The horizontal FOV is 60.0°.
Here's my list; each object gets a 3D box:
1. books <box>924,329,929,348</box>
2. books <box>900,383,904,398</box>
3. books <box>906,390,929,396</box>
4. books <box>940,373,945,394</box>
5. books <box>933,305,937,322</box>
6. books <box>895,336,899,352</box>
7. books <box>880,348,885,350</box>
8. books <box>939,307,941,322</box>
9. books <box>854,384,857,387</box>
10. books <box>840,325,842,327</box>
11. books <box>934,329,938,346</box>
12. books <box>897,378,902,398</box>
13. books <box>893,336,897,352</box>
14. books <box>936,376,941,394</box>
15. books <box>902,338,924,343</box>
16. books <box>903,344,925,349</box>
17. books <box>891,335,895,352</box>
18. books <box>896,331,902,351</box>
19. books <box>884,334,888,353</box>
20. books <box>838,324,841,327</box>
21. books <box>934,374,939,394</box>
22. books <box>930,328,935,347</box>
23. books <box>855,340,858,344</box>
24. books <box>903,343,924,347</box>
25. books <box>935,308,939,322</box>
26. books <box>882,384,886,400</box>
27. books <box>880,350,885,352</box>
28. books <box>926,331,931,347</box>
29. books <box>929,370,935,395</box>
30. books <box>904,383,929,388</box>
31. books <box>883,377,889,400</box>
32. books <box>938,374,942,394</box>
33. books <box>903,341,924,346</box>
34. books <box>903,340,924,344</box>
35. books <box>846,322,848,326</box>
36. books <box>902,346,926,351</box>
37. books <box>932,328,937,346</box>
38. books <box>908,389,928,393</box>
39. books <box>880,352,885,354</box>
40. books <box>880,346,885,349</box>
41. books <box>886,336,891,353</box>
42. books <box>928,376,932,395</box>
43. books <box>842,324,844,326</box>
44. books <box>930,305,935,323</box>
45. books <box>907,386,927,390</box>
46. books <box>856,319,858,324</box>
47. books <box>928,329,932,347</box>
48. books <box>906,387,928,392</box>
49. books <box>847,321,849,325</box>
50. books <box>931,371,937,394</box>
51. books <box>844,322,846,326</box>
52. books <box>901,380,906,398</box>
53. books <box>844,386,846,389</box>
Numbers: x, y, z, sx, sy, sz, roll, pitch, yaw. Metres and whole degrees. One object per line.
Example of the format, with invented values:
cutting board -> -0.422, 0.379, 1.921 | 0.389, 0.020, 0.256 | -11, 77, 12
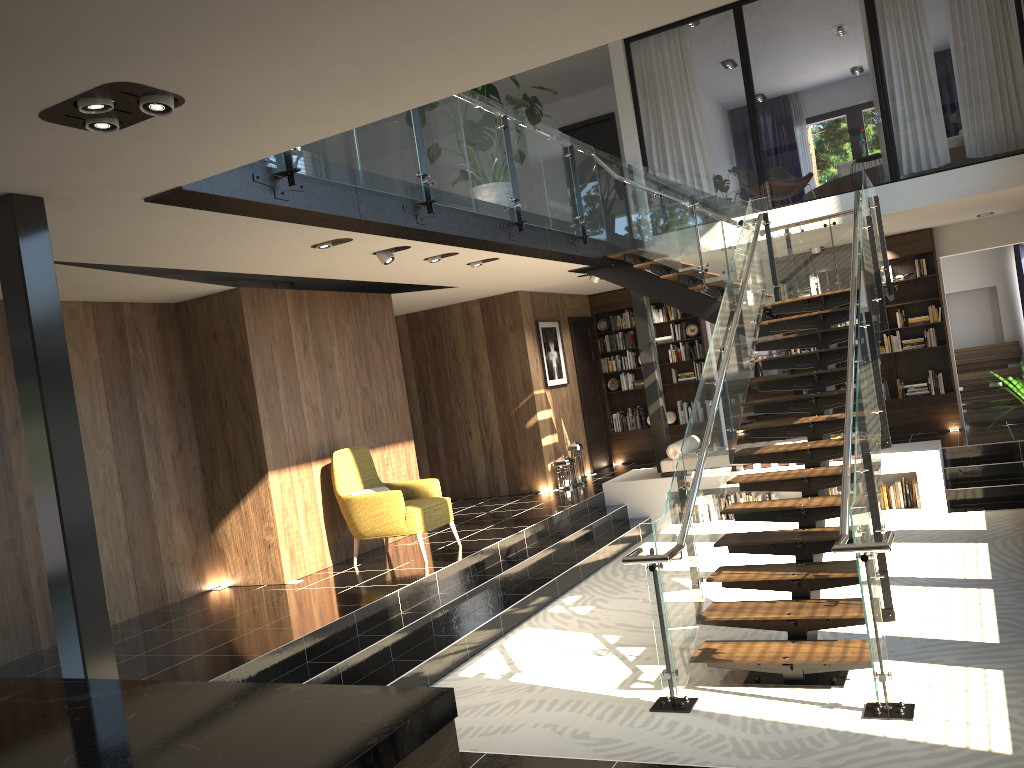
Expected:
books -> 5.545, -0.611, 11.871 | 0.031, 0.244, 0.176 | -8, 0, 27
books -> 5.302, 0.091, 12.057 | 0.025, 0.199, 0.149 | -8, 0, 27
books -> 5.481, 0.123, 11.979 | 0.286, 0.030, 0.176 | -9, 0, 26
books -> 5.734, -0.014, 11.822 | 0.025, 0.274, 0.204 | -8, 0, 27
books -> 5.654, -0.936, 11.853 | 0.023, 0.225, 0.146 | -8, 0, 27
books -> 5.229, -0.544, 12.030 | 0.027, 0.209, 0.184 | -8, 0, 27
books -> 4.978, -0.462, 12.184 | 0.261, 0.024, 0.167 | -9, 0, 24
books -> 5.697, -0.927, 11.801 | 0.051, 0.194, 0.192 | -8, 0, 27
books -> 4.777, 0.133, 12.316 | 0.030, 0.276, 0.160 | -8, 0, 27
books -> 4.610, -0.745, 12.367 | 0.027, 0.162, 0.125 | -8, 0, 27
books -> 5.667, -0.619, 11.850 | 0.012, 0.224, 0.097 | -8, 1, 27
books -> 5.281, 0.061, 12.080 | 0.024, 0.264, 0.174 | -8, 0, 27
books -> 5.212, -0.544, 12.059 | 0.029, 0.214, 0.149 | -8, 0, 27
books -> 5.703, 0.011, 11.856 | 0.022, 0.234, 0.178 | -8, 0, 27
books -> 5.409, -0.591, 11.965 | 0.272, 0.022, 0.156 | -9, 0, 26
books -> 5.420, -0.505, 11.963 | 0.274, 0.022, 0.156 | -9, 0, 24
books -> 5.193, -0.550, 12.082 | 0.025, 0.232, 0.156 | -8, 0, 27
books -> 5.254, -0.582, 12.026 | 0.031, 0.277, 0.168 | -8, 0, 27
books -> 5.114, -0.553, 12.115 | 0.026, 0.263, 0.156 | -8, 0, 27
books -> 4.576, -0.795, 12.379 | 0.031, 0.272, 0.158 | -8, 0, 27
books -> 5.682, -0.002, 11.869 | 0.023, 0.267, 0.147 | -8, 0, 27
books -> 5.610, -0.624, 11.834 | 0.026, 0.251, 0.178 | -8, 0, 27
books -> 4.784, -0.492, 12.250 | 0.036, 0.244, 0.193 | -8, 0, 27
books -> 5.421, -0.528, 11.971 | 0.247, 0.022, 0.148 | -9, 0, 28
books -> 5.664, -0.919, 11.817 | 0.023, 0.189, 0.197 | -8, 0, 27
books -> 5.110, 0.106, 12.167 | 0.026, 0.227, 0.129 | -8, 0, 27
books -> 4.984, -0.438, 12.187 | 0.275, 0.025, 0.156 | -9, 0, 23
books -> 5.577, -0.599, 11.868 | 0.025, 0.212, 0.167 | -8, 0, 27
books -> 5.626, -0.023, 11.883 | 0.030, 0.326, 0.194 | -8, 0, 27
books -> 5.462, 0.019, 11.973 | 0.288, 0.030, 0.175 | -9, 0, 31
books -> 5.130, 0.063, 12.164 | 0.022, 0.307, 0.131 | -8, 1, 27
books -> 5.718, -0.001, 11.839 | 0.023, 0.254, 0.191 | -8, 0, 27
books -> 5.413, -0.549, 11.961 | 0.268, 0.022, 0.156 | -9, 0, 23
books -> 5.409, -0.569, 11.959 | 0.260, 0.021, 0.167 | -9, 0, 25
books -> 4.667, -0.792, 12.319 | 0.027, 0.239, 0.153 | -8, 0, 27
books -> 5.419, -0.481, 11.952 | 0.288, 0.026, 0.175 | -9, 0, 31
books -> 5.643, -0.627, 11.844 | 0.022, 0.247, 0.132 | -8, 0, 27
books -> 5.481, 0.094, 11.989 | 0.250, 0.026, 0.148 | -9, 0, 24
books -> 4.988, -0.413, 12.189 | 0.274, 0.025, 0.156 | -9, 0, 24
books -> 4.977, -0.487, 12.188 | 0.274, 0.025, 0.156 | -9, 0, 31
books -> 5.149, -0.542, 12.110 | 0.037, 0.232, 0.231 | -8, 0, 27
books -> 5.606, 0.020, 11.894 | 0.026, 0.247, 0.149 | -8, 0, 27
books -> 4.624, -0.765, 12.343 | 0.024, 0.197, 0.174 | -8, 0, 27
books -> 5.622, -0.938, 11.849 | 0.028, 0.240, 0.187 | -8, 0, 27
books -> 5.473, 0.045, 11.987 | 0.251, 0.026, 0.148 | -9, 0, 23
books -> 4.778, -0.806, 12.248 | 0.028, 0.231, 0.166 | -8, 0, 27
books -> 5.599, -0.620, 11.864 | 0.023, 0.246, 0.147 | -8, 0, 27
books -> 5.472, 0.071, 11.977 | 0.263, 0.024, 0.167 | -9, 0, 22
books -> 4.687, -0.805, 12.302 | 0.028, 0.258, 0.208 | -8, 0, 27
books -> 5.652, -0.020, 11.871 | 0.027, 0.311, 0.148 | -8, 0, 27
books -> 4.640, -0.783, 12.324 | 0.027, 0.228, 0.208 | -8, 0, 27
books -> 5.318, 0.069, 12.038 | 0.027, 0.238, 0.159 | -8, 0, 27
books -> 4.689, 0.153, 12.398 | 0.026, 0.263, 0.156 | -8, 0, 27
